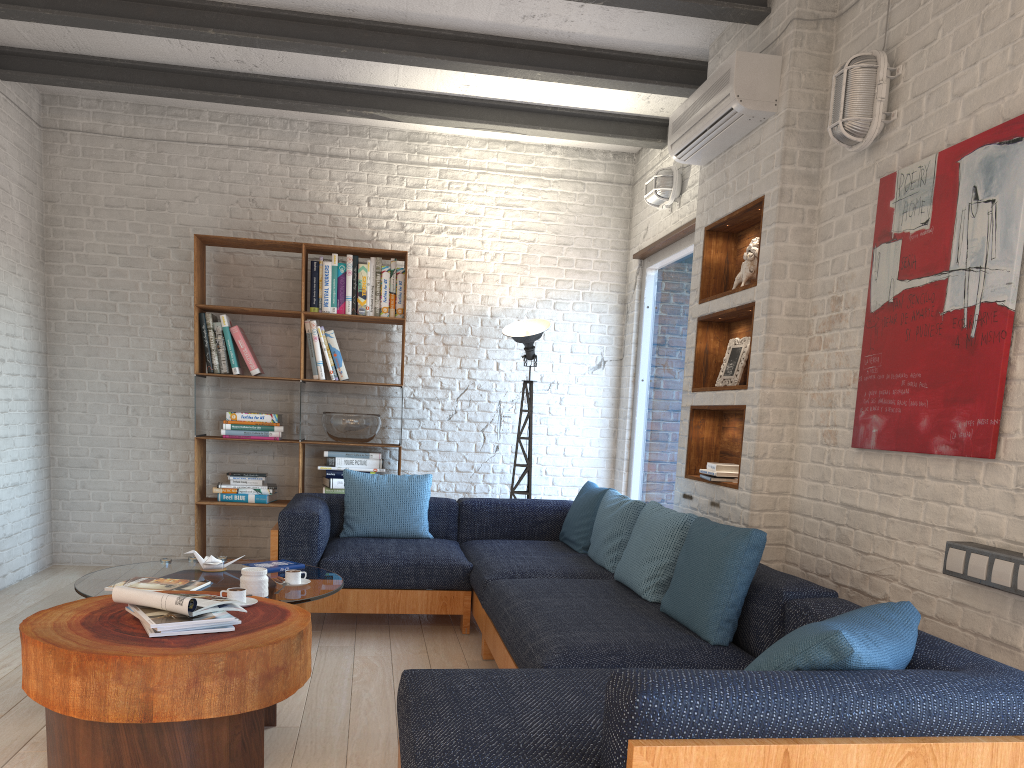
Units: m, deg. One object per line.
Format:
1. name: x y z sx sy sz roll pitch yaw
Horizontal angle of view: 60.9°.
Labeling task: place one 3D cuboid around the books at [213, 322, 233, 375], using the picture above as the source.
1. books: -1.897 -0.228 5.747 0.102 0.339 0.250 2 5 -9

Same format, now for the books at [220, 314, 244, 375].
1. books: -1.836 -0.249 5.722 0.121 0.387 0.239 2 6 -9

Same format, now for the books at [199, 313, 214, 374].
1. books: -1.979 -0.258 5.703 0.091 0.390 0.239 2 6 -9

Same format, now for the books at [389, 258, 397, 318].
1. books: -0.800 -0.623 5.831 0.036 0.389 0.239 2 6 -9

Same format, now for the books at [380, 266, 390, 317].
1. books: -0.847 -0.598 5.821 0.056 0.335 0.250 2 5 -9

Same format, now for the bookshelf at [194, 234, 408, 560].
1. bookshelf: -1.404 0.218 5.845 1.319 2.238 0.357 2 8 -9

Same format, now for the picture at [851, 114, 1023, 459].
1. picture: 1.349 -0.256 2.801 0.019 0.974 0.731 2 5 -9

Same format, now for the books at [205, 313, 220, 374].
1. books: -1.943 -0.257 5.716 0.091 0.390 0.239 2 6 -9

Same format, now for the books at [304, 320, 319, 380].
1. books: -1.329 -0.219 5.824 0.101 0.390 0.239 2 6 -9

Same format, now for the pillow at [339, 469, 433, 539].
1. pillow: -0.740 0.719 5.182 0.556 0.416 0.219 3 6 -10

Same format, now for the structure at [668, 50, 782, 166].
1. structure: 0.935 -1.221 3.948 0.200 0.222 0.805 2 -1 -9

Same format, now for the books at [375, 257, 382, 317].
1. books: -0.892 -0.628 5.815 0.036 0.389 0.239 2 6 -9

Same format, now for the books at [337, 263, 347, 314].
1. books: -1.128 -0.614 5.791 0.056 0.335 0.250 2 5 -9

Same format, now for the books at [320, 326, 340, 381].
1. books: -1.218 -0.195 5.840 0.125 0.354 0.267 2 5 -9

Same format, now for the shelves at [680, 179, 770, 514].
1. shelves: 1.077 -0.126 4.133 0.192 1.450 0.753 2 6 -9

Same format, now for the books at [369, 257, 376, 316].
1. books: -0.931 -0.630 5.822 0.036 0.389 0.239 2 6 -9

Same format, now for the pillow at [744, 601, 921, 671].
1. pillow: 0.791 0.726 2.230 0.373 0.333 0.563 5 2 41

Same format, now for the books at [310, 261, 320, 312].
1. books: -1.297 -0.623 5.763 0.056 0.335 0.250 2 5 -9

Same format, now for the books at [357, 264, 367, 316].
1. books: -0.995 -0.607 5.788 0.056 0.335 0.250 2 5 -9

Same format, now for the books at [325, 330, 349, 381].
1. books: -1.168 -0.184 5.835 0.158 0.334 0.250 2 5 -9

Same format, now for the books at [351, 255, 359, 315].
1. books: -1.042 -0.637 5.791 0.036 0.389 0.239 2 6 -9

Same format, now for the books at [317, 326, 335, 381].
1. books: -1.238 -0.196 5.828 0.125 0.354 0.267 2 5 -9

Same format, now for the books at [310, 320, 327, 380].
1. books: -1.288 -0.216 5.807 0.103 0.389 0.239 2 6 -9

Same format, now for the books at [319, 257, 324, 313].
1. books: -1.257 -0.635 5.766 0.021 0.364 0.267 2 5 -9

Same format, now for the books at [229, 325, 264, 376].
1. books: -1.750 -0.212 5.764 0.195 0.323 0.250 2 4 -9

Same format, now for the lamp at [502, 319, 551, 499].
1. lamp: 0.252 0.481 5.799 0.504 1.875 0.854 -3 9 -37

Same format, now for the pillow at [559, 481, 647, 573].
1. pillow: 0.489 0.780 4.875 0.244 0.403 1.093 2 -1 -10

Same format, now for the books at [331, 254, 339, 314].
1. books: -1.170 -0.644 5.765 0.036 0.389 0.239 2 6 -9

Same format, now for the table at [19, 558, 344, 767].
1. table: -1.253 1.014 3.375 1.077 0.452 1.810 3 -1 -3

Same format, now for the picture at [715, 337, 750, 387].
1. picture: 1.078 -0.102 4.187 0.102 0.248 0.190 1 5 -18

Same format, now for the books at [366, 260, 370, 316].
1. books: -0.958 -0.618 5.806 0.021 0.364 0.267 2 5 -9

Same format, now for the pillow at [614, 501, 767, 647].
1. pillow: 0.688 0.718 3.551 0.255 0.421 1.197 2 -1 -9

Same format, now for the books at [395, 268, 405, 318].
1. books: -0.755 -0.592 5.859 0.056 0.335 0.250 2 5 -9

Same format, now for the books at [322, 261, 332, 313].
1. books: -1.217 -0.619 5.758 0.056 0.335 0.250 2 5 -9

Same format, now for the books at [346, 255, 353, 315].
1. books: -1.076 -0.639 5.775 0.036 0.389 0.239 2 6 -9
